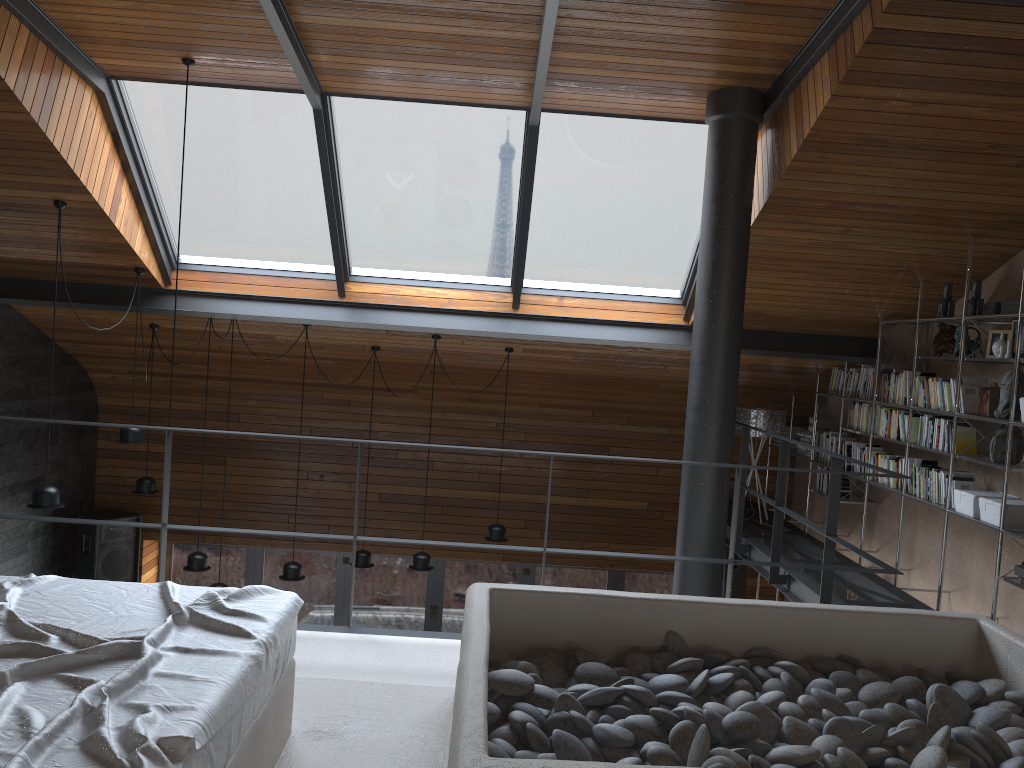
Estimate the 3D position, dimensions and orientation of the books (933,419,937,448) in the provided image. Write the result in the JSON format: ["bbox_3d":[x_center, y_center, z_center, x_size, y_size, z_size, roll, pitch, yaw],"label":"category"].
[{"bbox_3d":[2.756,0.319,5.637,0.148,0.190,0.013,4,2,-2],"label":"books"}]

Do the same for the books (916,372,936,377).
[{"bbox_3d":[2.774,0.037,5.957,0.148,0.233,0.053,4,2,-2],"label":"books"}]

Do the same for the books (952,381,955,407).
[{"bbox_3d":[2.761,0.080,5.419,0.127,0.192,0.079,4,2,-2],"label":"books"}]

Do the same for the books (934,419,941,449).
[{"bbox_3d":[2.761,0.320,5.625,0.148,0.190,0.013,4,2,-2],"label":"books"}]

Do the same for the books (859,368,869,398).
[{"bbox_3d":[2.732,-0.005,6.739,0.148,0.229,0.073,4,2,-2],"label":"books"}]

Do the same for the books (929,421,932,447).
[{"bbox_3d":[2.763,0.326,5.710,0.146,0.171,0.018,4,2,-2],"label":"books"}]

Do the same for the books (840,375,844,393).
[{"bbox_3d":[2.725,-0.002,7.155,0.127,0.197,0.063,4,2,-2],"label":"books"}]

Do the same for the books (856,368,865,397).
[{"bbox_3d":[2.730,-0.008,6.785,0.148,0.229,0.073,4,2,-2],"label":"books"}]

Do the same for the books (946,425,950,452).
[{"bbox_3d":[2.760,0.339,5.483,0.148,0.167,0.053,4,2,-2],"label":"books"}]

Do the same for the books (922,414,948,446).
[{"bbox_3d":[2.786,0.305,5.801,0.191,0.207,0.012,4,2,-2],"label":"books"}]

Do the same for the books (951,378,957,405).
[{"bbox_3d":[2.789,0.072,5.451,0.164,0.209,0.084,4,2,-2],"label":"books"}]

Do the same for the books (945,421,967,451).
[{"bbox_3d":[2.768,0.326,5.522,0.129,0.188,0.010,4,2,-2],"label":"books"}]

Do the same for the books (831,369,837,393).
[{"bbox_3d":[2.739,-0.019,7.351,0.149,0.202,0.067,4,2,-2],"label":"books"}]

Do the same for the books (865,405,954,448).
[{"bbox_3d":[2.740,0.282,6.189,0.138,0.212,1.040,4,3,-1],"label":"books"}]

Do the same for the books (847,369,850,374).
[{"bbox_3d":[2.742,-0.010,7.103,0.161,0.220,0.074,4,2,-2],"label":"books"}]

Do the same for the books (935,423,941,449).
[{"bbox_3d":[2.758,0.335,5.610,0.143,0.161,0.019,4,2,-2],"label":"books"}]

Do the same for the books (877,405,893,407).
[{"bbox_3d":[2.749,0.264,6.528,0.143,0.218,0.020,4,2,-2],"label":"books"}]

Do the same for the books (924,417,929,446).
[{"bbox_3d":[2.768,0.314,5.777,0.148,0.190,0.013,4,2,-2],"label":"books"}]

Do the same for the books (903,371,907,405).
[{"bbox_3d":[2.741,0.031,6.039,0.148,0.233,0.053,4,2,-2],"label":"books"}]

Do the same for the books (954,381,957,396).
[{"bbox_3d":[2.769,0.081,5.408,0.127,0.192,0.079,4,2,-2],"label":"books"}]

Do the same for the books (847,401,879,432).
[{"bbox_3d":[2.711,0.250,6.819,0.130,0.216,0.311,4,3,-2],"label":"books"}]

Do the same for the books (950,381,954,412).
[{"bbox_3d":[2.771,0.079,5.460,0.127,0.192,0.079,4,2,-2],"label":"books"}]

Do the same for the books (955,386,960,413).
[{"bbox_3d":[2.763,0.095,5.391,0.119,0.166,0.072,4,2,-2],"label":"books"}]

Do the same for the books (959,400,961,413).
[{"bbox_3d":[2.774,0.080,5.380,0.125,0.200,0.088,4,2,-2],"label":"books"}]

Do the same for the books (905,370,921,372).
[{"bbox_3d":[2.757,0.030,6.070,0.143,0.236,0.062,4,2,-2],"label":"books"}]

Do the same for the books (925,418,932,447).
[{"bbox_3d":[2.768,0.316,5.748,0.160,0.187,0.021,4,2,-2],"label":"books"}]

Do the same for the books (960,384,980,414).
[{"bbox_3d":[2.765,0.092,5.343,0.117,0.176,0.074,4,2,-2],"label":"books"}]

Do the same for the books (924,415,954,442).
[{"bbox_3d":[2.791,0.308,5.790,0.192,0.204,0.012,4,2,-2],"label":"books"}]

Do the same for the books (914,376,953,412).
[{"bbox_3d":[2.749,0.063,5.688,0.139,0.206,0.497,4,3,-2],"label":"books"}]

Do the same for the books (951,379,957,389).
[{"bbox_3d":[2.790,0.072,5.441,0.170,0.209,0.082,4,2,-3],"label":"books"}]

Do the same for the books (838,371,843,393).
[{"bbox_3d":[2.728,-0.004,7.207,0.127,0.197,0.063,4,2,-2],"label":"books"}]

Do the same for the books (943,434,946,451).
[{"bbox_3d":[2.761,0.348,5.534,0.128,0.143,0.009,4,2,-2],"label":"books"}]

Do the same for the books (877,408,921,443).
[{"bbox_3d":[2.721,0.287,6.167,0.139,0.208,0.494,4,3,-2],"label":"books"}]

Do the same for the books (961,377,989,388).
[{"bbox_3d":[2.799,0.063,5.357,0.177,0.209,0.082,4,2,-2],"label":"books"}]

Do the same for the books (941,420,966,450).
[{"bbox_3d":[2.768,0.324,5.558,0.148,0.190,0.013,4,2,-2],"label":"books"}]

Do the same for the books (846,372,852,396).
[{"bbox_3d":[2.716,0.004,7.019,0.111,0.194,0.059,4,2,-2],"label":"books"}]

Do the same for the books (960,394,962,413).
[{"bbox_3d":[2.785,0.074,5.363,0.161,0.215,0.092,4,2,-2],"label":"books"}]

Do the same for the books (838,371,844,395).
[{"bbox_3d":[2.718,-0.003,7.166,0.127,0.197,0.063,4,2,-2],"label":"books"}]

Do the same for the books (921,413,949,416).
[{"bbox_3d":[2.793,0.303,5.854,0.207,0.207,0.010,4,2,-2],"label":"books"}]

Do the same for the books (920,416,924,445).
[{"bbox_3d":[2.772,0.313,5.815,0.169,0.189,0.018,4,2,-2],"label":"books"}]

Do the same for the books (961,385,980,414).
[{"bbox_3d":[2.759,0.095,5.331,0.112,0.169,0.068,4,2,-2],"label":"books"}]

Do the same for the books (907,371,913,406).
[{"bbox_3d":[2.742,0.033,5.991,0.148,0.233,0.053,4,2,-2],"label":"books"}]

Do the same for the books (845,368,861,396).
[{"bbox_3d":[2.723,-0.011,7.028,0.122,0.227,0.076,4,2,-2],"label":"books"}]

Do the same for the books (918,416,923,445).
[{"bbox_3d":[2.755,0.310,5.842,0.148,0.190,0.013,4,2,-2],"label":"books"}]

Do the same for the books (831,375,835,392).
[{"bbox_3d":[2.731,-0.008,7.367,0.131,0.178,0.057,4,2,-2],"label":"books"}]

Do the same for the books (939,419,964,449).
[{"bbox_3d":[2.771,0.320,5.589,0.146,0.195,0.023,4,2,-2],"label":"books"}]

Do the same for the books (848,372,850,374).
[{"bbox_3d":[2.721,0.002,7.073,0.111,0.194,0.059,4,2,-2],"label":"books"}]

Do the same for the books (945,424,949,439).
[{"bbox_3d":[2.752,0.338,5.496,0.130,0.167,0.046,4,2,-2],"label":"books"}]

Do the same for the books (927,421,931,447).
[{"bbox_3d":[2.750,0.327,5.723,0.130,0.169,0.010,4,2,-2],"label":"books"}]
